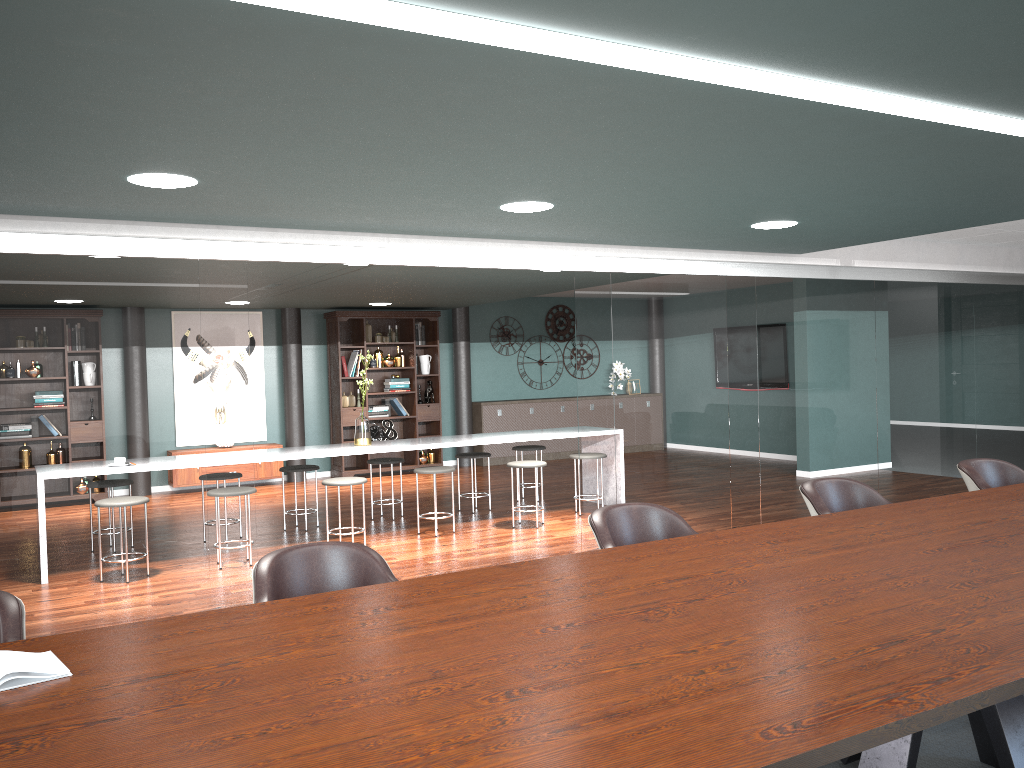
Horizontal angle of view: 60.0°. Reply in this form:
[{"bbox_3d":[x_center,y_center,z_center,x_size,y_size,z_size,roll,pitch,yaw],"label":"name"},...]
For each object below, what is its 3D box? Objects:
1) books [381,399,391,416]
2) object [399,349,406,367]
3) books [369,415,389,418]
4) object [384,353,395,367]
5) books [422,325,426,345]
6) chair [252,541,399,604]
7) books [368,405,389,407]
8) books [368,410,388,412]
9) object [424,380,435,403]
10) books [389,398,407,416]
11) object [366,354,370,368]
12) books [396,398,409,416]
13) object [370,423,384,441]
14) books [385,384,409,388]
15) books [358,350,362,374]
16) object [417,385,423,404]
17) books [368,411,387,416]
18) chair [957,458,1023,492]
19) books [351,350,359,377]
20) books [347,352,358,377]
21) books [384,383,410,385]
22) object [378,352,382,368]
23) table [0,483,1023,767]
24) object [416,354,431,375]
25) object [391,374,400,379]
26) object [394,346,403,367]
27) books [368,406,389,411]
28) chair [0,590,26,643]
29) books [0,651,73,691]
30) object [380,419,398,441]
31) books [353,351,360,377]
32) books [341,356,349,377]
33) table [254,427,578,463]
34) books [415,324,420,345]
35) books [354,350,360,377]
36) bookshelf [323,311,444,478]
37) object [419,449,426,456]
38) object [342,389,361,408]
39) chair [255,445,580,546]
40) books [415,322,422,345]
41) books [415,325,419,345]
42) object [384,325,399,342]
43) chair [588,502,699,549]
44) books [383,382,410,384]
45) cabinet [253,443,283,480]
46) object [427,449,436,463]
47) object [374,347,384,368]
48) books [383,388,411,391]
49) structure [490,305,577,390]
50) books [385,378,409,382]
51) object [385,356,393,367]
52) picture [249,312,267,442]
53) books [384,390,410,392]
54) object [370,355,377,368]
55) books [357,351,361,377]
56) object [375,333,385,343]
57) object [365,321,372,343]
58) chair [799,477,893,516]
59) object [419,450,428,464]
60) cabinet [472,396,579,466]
[{"bbox_3d":[-1.548,0.290,10.902,0.063,0.214,0.139,-2,1,-30],"label":"books"},{"bbox_3d":[-1.365,-0.321,10.988,0.092,0.222,0.092,-2,1,5],"label":"object"},{"bbox_3d":[-1.664,0.390,10.756,0.286,0.027,0.184,-2,1,-30],"label":"books"},{"bbox_3d":[-1.487,-0.290,10.756,0.144,0.175,0.073,-2,1,-28],"label":"object"},{"bbox_3d":[-1.140,-0.603,11.066,0.042,0.248,0.194,-2,1,-30],"label":"books"},{"bbox_3d":[-0.509,0.881,2.593,0.535,0.761,0.518,-2,1,-23],"label":"chair"},{"bbox_3d":[-1.659,0.266,10.758,0.268,0.016,0.205,-2,1,-30],"label":"books"},{"bbox_3d":[-1.668,0.325,10.753,0.268,0.016,0.205,-2,1,-30],"label":"books"},{"bbox_3d":[-1.053,0.095,11.102,0.116,0.286,0.215,-3,2,-34],"label":"object"},{"bbox_3d":[-1.412,0.282,10.902,0.176,0.227,0.194,-2,1,-30],"label":"books"},{"bbox_3d":[-1.765,-0.279,10.734,0.105,0.172,0.105,-3,2,-34],"label":"object"},{"bbox_3d":[-1.382,0.279,10.919,0.166,0.228,0.205,-2,1,-30],"label":"books"},{"bbox_3d":[-1.660,0.589,10.703,0.224,0.238,0.159,-2,1,-30],"label":"object"},{"bbox_3d":[-1.418,0.028,10.923,0.248,0.042,0.194,-2,1,-30],"label":"books"},{"bbox_3d":[-1.862,-0.249,10.651,0.062,0.322,0.197,-2,1,-30],"label":"books"},{"bbox_3d":[-1.147,0.130,11.032,0.077,0.228,0.077,0,2,43],"label":"object"},{"bbox_3d":[-1.667,0.354,10.753,0.248,0.042,0.194,-2,1,-30],"label":"books"},{"bbox_3d":[2.435,0.757,4.263,0.535,0.761,0.518,-2,1,-23],"label":"chair"},{"bbox_3d":[-1.903,-0.244,10.633,0.090,0.316,0.197,-2,1,-30],"label":"books"},{"bbox_3d":[-1.927,-0.234,10.626,0.115,0.296,0.210,-2,1,-30],"label":"books"},{"bbox_3d":[-1.419,-0.002,10.922,0.268,0.016,0.205,-2,1,-30],"label":"books"},{"bbox_3d":[-1.596,-0.292,10.690,0.040,0.191,0.040,-2,1,-20],"label":"object"},{"bbox_3d":[0.547,0.887,2.190,6.694,0.706,1.374,-2,1,-30],"label":"table"},{"bbox_3d":[-1.135,-0.249,11.107,0.268,0.262,0.137,-1,1,10],"label":"object"},{"bbox_3d":[-1.438,-0.092,10.905,0.104,0.052,0.100,-2,1,-26],"label":"object"},{"bbox_3d":[-1.392,-0.335,10.865,0.108,0.256,0.108,-2,1,5],"label":"object"},{"bbox_3d":[-1.649,0.295,10.763,0.248,0.042,0.194,-2,1,-30],"label":"books"},{"bbox_3d":[-1.390,0.917,2.093,0.535,0.761,0.518,-2,1,-9],"label":"chair"},{"bbox_3d":[-1.049,0.573,1.758,0.285,0.032,0.180,-3,2,-39],"label":"books"},{"bbox_3d":[-1.527,0.566,10.912,0.233,0.268,0.051,-2,1,-30],"label":"object"},{"bbox_3d":[-1.885,-0.242,10.643,0.063,0.309,0.210,-2,1,-30],"label":"books"},{"bbox_3d":[-2.022,-0.206,10.568,0.084,0.252,0.194,-2,1,-30],"label":"books"},{"bbox_3d":[-1.147,0.832,6.993,4.577,0.699,0.609,-2,1,-30],"label":"table"},{"bbox_3d":[-1.192,-0.612,11.037,0.016,0.268,0.205,-2,1,-30],"label":"books"},{"bbox_3d":[-1.876,-0.248,10.645,0.062,0.322,0.197,-2,1,-30],"label":"books"},{"bbox_3d":[-1.552,0.112,10.860,1.339,1.984,0.482,-2,1,-30],"label":"bookshelf"},{"bbox_3d":[-1.130,0.904,11.107,0.099,0.169,0.099,-1,2,35],"label":"object"},{"bbox_3d":[-1.951,0.166,10.606,0.250,0.221,0.186,-2,2,-31],"label":"object"},{"bbox_3d":[-1.147,0.925,7.061,4.029,0.512,1.479,-2,1,-30],"label":"chair"},{"bbox_3d":[-1.172,-0.621,11.049,0.027,0.286,0.184,-2,1,-30],"label":"books"},{"bbox_3d":[-1.217,-0.599,11.022,0.042,0.248,0.194,-2,1,-30],"label":"books"},{"bbox_3d":[-1.501,-0.615,10.859,0.196,0.221,0.184,-2,1,-29],"label":"object"},{"bbox_3d":[0.535,0.837,3.185,0.535,0.761,0.518,-2,1,-23],"label":"chair"},{"bbox_3d":[-1.420,-0.018,10.915,0.268,0.016,0.205,-2,1,-30],"label":"books"},{"bbox_3d":[-3.228,0.909,10.023,1.200,0.379,0.368,-2,1,-30],"label":"cabinet"},{"bbox_3d":[-1.011,0.858,11.088,0.108,0.256,0.108,-2,1,5],"label":"object"},{"bbox_3d":[-1.623,-0.324,10.795,0.114,0.251,0.114,-2,1,-4],"label":"object"},{"bbox_3d":[-1.415,0.063,10.926,0.286,0.027,0.184,-2,1,-30],"label":"books"},{"bbox_3d":[0.488,-0.514,12.322,1.791,1.178,0.017,-2,1,-30],"label":"structure"},{"bbox_3d":[-1.418,-0.046,10.922,0.248,0.042,0.194,-2,1,-30],"label":"books"},{"bbox_3d":[-1.512,-0.288,10.883,0.099,0.169,0.099,-1,2,35],"label":"object"},{"bbox_3d":[-3.343,-0.073,10.153,1.002,1.512,0.031,-2,1,-30],"label":"picture"},{"bbox_3d":[-1.417,0.085,10.924,0.268,0.016,0.205,-2,1,-30],"label":"books"},{"bbox_3d":[-1.670,-0.275,10.681,0.079,0.161,0.080,-2,1,-4],"label":"object"},{"bbox_3d":[-1.872,-0.242,10.650,0.063,0.309,0.210,-2,1,-30],"label":"books"},{"bbox_3d":[-1.616,-0.562,10.781,0.096,0.126,0.106,-1,1,21],"label":"object"},{"bbox_3d":[-1.751,-0.630,10.736,0.104,0.273,0.104,-2,1,6],"label":"object"},{"bbox_3d":[1.471,0.798,3.707,0.523,0.761,0.533,-1,2,42],"label":"chair"},{"bbox_3d":[-1.105,0.903,10.980,0.144,0.175,0.073,-2,1,-28],"label":"object"},{"bbox_3d":[-3.249,0.765,9.988,12.287,0.820,0.402,-2,1,-30],"label":"cabinet"}]
